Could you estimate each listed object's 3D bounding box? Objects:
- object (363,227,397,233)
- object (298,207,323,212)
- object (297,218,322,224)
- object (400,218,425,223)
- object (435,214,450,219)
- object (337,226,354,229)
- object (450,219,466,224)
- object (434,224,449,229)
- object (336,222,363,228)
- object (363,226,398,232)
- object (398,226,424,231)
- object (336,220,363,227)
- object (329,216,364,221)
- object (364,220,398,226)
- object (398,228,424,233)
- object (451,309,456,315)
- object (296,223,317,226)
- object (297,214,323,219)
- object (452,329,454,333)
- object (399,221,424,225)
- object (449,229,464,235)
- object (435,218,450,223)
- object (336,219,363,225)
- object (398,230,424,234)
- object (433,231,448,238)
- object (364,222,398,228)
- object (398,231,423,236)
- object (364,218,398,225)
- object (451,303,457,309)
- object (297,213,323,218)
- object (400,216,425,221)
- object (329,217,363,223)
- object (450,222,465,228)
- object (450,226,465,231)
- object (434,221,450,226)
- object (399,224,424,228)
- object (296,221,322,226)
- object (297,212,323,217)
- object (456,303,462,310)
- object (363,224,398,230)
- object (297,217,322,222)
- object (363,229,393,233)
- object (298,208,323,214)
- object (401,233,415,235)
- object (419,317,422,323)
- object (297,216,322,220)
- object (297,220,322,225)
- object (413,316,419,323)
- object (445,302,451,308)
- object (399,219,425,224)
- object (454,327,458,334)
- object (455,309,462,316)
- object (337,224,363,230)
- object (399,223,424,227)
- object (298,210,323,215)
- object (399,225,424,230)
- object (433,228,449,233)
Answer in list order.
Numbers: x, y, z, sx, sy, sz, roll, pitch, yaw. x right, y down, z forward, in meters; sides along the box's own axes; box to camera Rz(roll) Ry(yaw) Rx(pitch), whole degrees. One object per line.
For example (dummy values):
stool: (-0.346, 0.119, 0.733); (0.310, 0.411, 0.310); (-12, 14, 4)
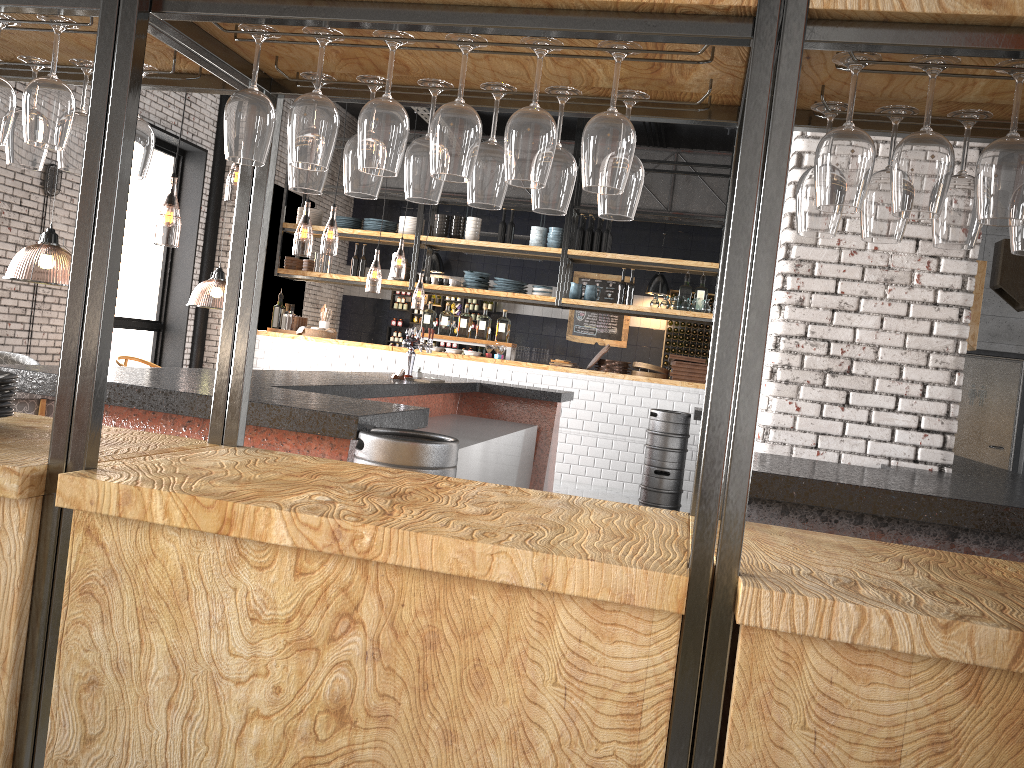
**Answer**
object: (-1.732, -2.002, 11.648); (0.453, 0.045, 0.454); (6, 2, -14)
object: (-2.690, -2.313, 11.846); (0.334, 0.039, 0.335); (7, 2, 2)
object: (-2.709, -2.163, 11.849); (0.334, 0.044, 0.335); (6, 2, -22)
object: (-1.303, -2.119, 11.562); (0.334, 0.039, 0.335); (6, 2, -14)
object: (-0.904, -2.134, 11.487); (0.196, 0.105, 0.196); (8, 2, 33)
object: (-2.211, -2.038, 11.745); (0.454, 0.033, 0.454); (7, 2, 20)
object: (-0.701, -2.063, 11.442); (0.196, 0.102, 0.196); (7, 1, 5)
object: (-0.918, -2.001, 11.488); (0.197, 0.102, 0.196); (8, 2, 40)
object: (-2.206, -2.085, 11.745); (0.454, 0.044, 0.454); (7, 2, 7)
object: (-1.731, -2.025, 11.647); (0.453, 0.042, 0.454); (6, 2, -28)
object: (-1.316, -2.007, 11.564); (0.334, 0.039, 0.335); (6, 2, -22)
object: (-2.202, -2.108, 11.745); (0.454, 0.038, 0.454); (6, 2, -12)
object: (-2.194, -2.179, 11.742); (0.454, 0.050, 0.453); (8, 2, 25)
object: (-1.721, -2.096, 11.645); (0.454, 0.050, 0.454); (6, 2, -13)
object: (-1.319, -1.987, 11.563); (0.334, 0.040, 0.335); (6, 2, -25)
object: (-0.961, -1.184, 14.520); (0.092, 0.112, 0.100); (7, 1, -2)
object: (-2.716, -2.104, 11.848); (0.334, 0.033, 0.335); (5, 2, -40)
object: (-2.703, -2.217, 11.848); (0.334, 0.043, 0.335); (5, 2, -39)
object: (-1.003, -0.888, 14.538); (0.090, 0.101, 0.111); (6, 1, -22)
object: (-1.307, -2.080, 11.563); (0.334, 0.041, 0.335); (6, 2, -19)
object: (-0.717, -1.931, 11.446); (0.197, 0.101, 0.196); (8, 2, 31)
object: (-0.903, -2.089, 11.482); (0.196, 0.107, 0.196); (8, 2, 40)
object: (-2.200, -2.132, 11.743); (0.454, 0.043, 0.454); (7, 2, 17)
object: (-1.320, -1.968, 11.563); (0.334, 0.037, 0.335); (6, 2, -22)
object: (-0.928, -1.913, 11.489); (0.196, 0.102, 0.196); (7, 2, 24)
object: (-1.724, -2.071, 11.647); (0.453, 0.037, 0.454); (6, 2, -34)
object: (-1.323, -1.949, 11.565); (0.334, 0.046, 0.334); (7, 2, -8)
object: (-1.718, -2.118, 11.646); (0.454, 0.039, 0.454); (8, 2, 31)
object: (-0.946, -1.282, 14.518); (0.088, 0.108, 0.107); (6, 1, -28)
object: (-2.700, -2.236, 11.847); (0.335, 0.038, 0.334); (8, 2, 32)
object: (-1.300, -2.138, 11.562); (0.334, 0.039, 0.335); (6, 2, -15)
object: (-2.198, -2.156, 11.744); (0.454, 0.047, 0.454); (7, 2, 9)
object: (-0.707, -2.019, 11.442); (0.197, 0.102, 0.196); (7, 2, 22)
object: (-0.710, -1.975, 11.440); (0.196, 0.107, 0.196); (6, 2, -17)
object: (-0.912, -2.045, 11.486); (0.196, 0.100, 0.197); (6, 2, -23)
object: (-1.312, -2.041, 11.563); (0.335, 0.039, 0.334); (7, 2, 19)
object: (-2.714, -2.124, 11.849); (0.334, 0.042, 0.335); (5, 2, -40)
object: (-2.698, -2.255, 11.847); (0.334, 0.035, 0.335); (6, 2, -13)
object: (-0.857, -1.271, 14.500); (0.092, 0.108, 0.105); (7, 1, 23)
object: (-1.727, -2.048, 11.647); (0.454, 0.038, 0.454); (7, 2, 13)
object: (-2.707, -2.182, 11.847); (0.334, 0.042, 0.335); (6, 2, -28)
object: (-1.736, -1.978, 11.648); (0.454, 0.033, 0.454); (7, 2, 20)
object: (-2.693, -2.294, 11.847); (0.335, 0.042, 0.334); (7, 2, 8)
object: (-1.325, -1.929, 11.564); (0.334, 0.033, 0.335); (5, 2, -40)
object: (-1.487, -1.056, 14.625); (0.088, 0.108, 0.107); (6, 1, -28)
object: (-2.705, -2.201, 11.848); (0.335, 0.038, 0.334); (8, 2, 37)
object: (-2.712, -2.143, 11.848); (0.334, 0.039, 0.335); (7, 2, -1)
object: (-1.589, -1.071, 14.645); (0.092, 0.112, 0.100); (7, 1, -2)
object: (-1.049, -1.297, 14.538); (0.092, 0.112, 0.100); (7, 1, -2)
object: (-1.305, -2.100, 11.563); (0.334, 0.044, 0.335); (6, 2, -18)
object: (-0.905, -0.881, 14.508); (0.092, 0.112, 0.100); (7, 1, -2)
object: (-0.869, -1.170, 14.502); (0.092, 0.108, 0.105); (7, 1, 23)
object: (-2.209, -2.062, 11.745); (0.454, 0.043, 0.454); (7, 2, 14)
object: (-1.310, -2.061, 11.562); (0.334, 0.043, 0.335); (7, 2, -5)
object: (-2.696, -2.275, 11.847); (0.334, 0.040, 0.335); (7, 2, 1)
object: (-1.314, -2.026, 11.562); (0.334, 0.040, 0.335); (6, 2, -34)
object: (-0.925, -1.957, 11.489); (0.196, 0.104, 0.197); (6, 2, -25)
